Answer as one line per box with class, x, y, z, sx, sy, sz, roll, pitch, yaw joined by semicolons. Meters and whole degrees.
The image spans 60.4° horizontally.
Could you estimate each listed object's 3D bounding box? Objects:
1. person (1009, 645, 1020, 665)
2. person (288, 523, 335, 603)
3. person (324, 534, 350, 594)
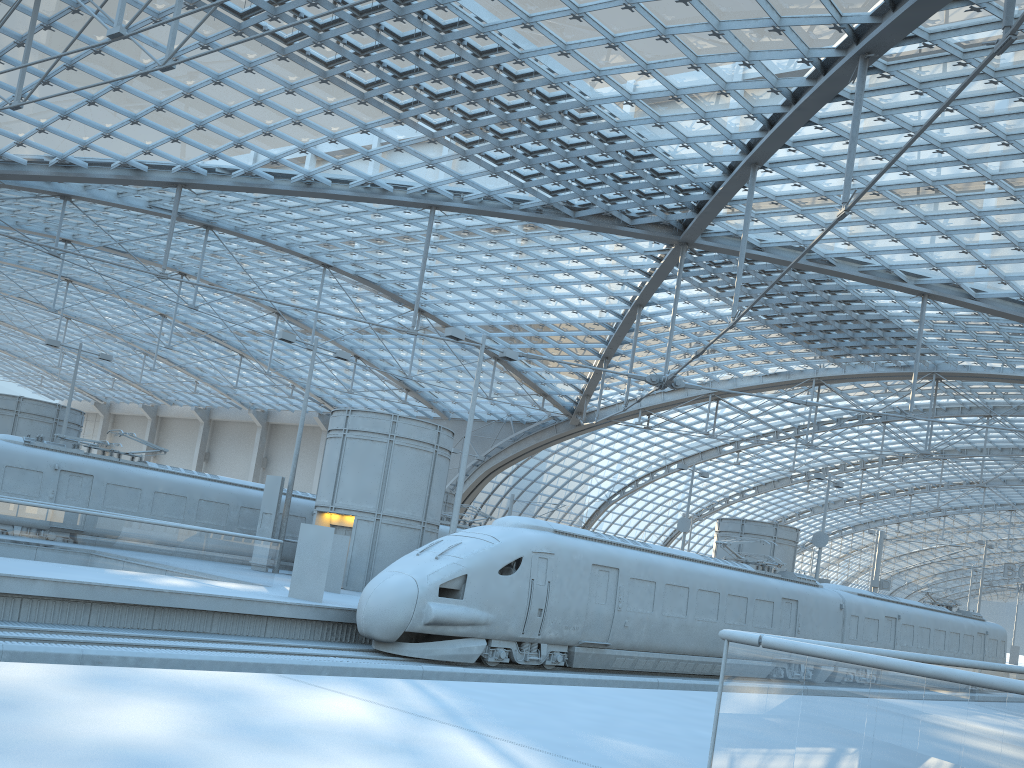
person;41.633;22.500;72.828;0.001;1.596;0.709;12;-7;-38
person;-4.410;3.956;19.356;0.871;1.689;0.001;7;-5;20
person;-4.820;4.890;23.866;0.706;1.597;0.001;6;-5;25
